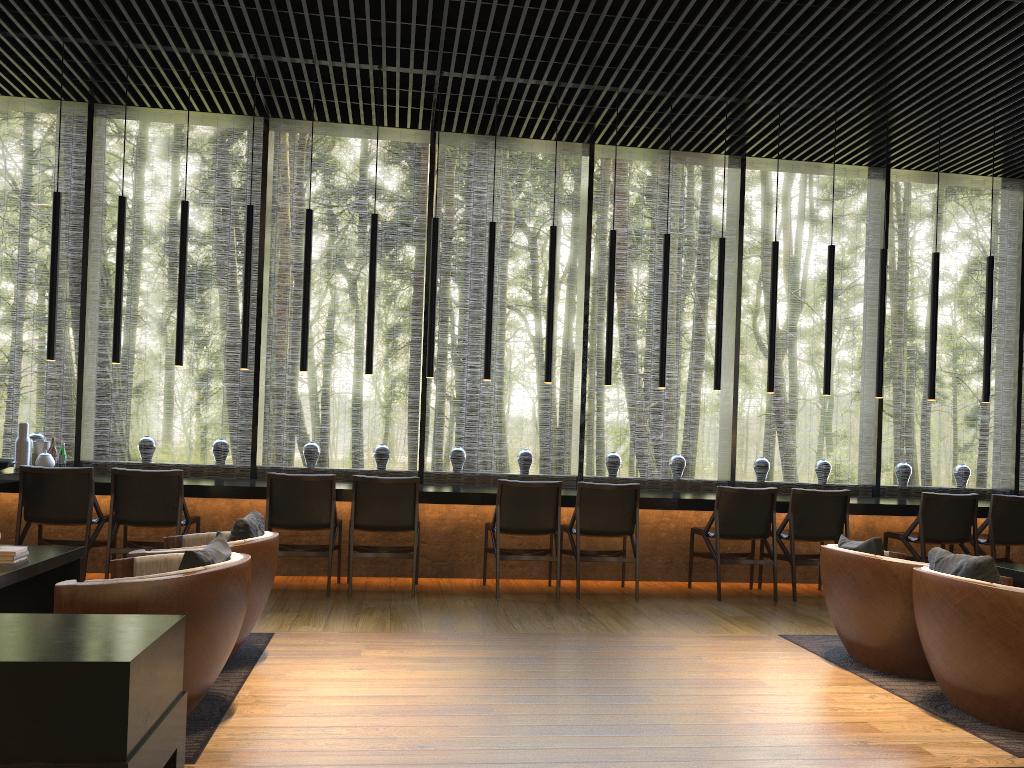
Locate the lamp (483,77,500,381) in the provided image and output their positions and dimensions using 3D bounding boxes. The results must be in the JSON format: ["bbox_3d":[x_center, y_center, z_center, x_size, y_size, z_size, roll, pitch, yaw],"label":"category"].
[{"bbox_3d":[-0.156,-1.238,7.077,0.060,2.419,0.060,2,0,-3],"label":"lamp"}]

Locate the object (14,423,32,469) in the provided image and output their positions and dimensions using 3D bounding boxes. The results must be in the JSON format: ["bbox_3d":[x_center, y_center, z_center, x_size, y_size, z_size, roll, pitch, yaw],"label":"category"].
[{"bbox_3d":[-3.669,0.463,6.644,0.113,0.344,0.113,2,-1,-12],"label":"object"}]

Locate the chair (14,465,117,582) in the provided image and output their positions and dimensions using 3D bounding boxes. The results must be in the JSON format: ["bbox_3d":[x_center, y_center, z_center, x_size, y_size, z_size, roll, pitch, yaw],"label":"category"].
[{"bbox_3d":[-3.057,0.968,6.055,0.526,0.826,0.564,2,-2,-8],"label":"chair"}]

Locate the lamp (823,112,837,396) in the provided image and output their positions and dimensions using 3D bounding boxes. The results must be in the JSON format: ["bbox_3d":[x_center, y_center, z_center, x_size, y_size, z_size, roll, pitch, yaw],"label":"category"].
[{"bbox_3d":[2.692,-1.111,7.460,0.060,2.419,0.060,2,0,-13],"label":"lamp"}]

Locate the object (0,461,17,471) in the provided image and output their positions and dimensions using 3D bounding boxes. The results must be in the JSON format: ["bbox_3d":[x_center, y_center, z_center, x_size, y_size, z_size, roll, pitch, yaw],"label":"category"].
[{"bbox_3d":[-3.596,0.578,6.196,0.227,0.067,0.228,2,-4,-5],"label":"object"}]

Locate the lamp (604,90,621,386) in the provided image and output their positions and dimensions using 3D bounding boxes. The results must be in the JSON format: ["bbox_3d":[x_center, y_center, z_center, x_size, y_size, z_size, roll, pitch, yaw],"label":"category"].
[{"bbox_3d":[0.823,-1.194,7.209,0.060,2.419,0.060,2,0,-3],"label":"lamp"}]

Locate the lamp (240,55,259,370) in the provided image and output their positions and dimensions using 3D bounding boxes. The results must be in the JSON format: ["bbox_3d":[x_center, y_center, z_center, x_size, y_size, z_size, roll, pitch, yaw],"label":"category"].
[{"bbox_3d":[-2.018,-1.320,6.827,0.060,2.419,0.060,2,0,-13],"label":"lamp"}]

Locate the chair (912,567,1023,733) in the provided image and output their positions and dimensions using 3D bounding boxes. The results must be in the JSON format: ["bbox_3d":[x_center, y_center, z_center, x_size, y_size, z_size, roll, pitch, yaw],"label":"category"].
[{"bbox_3d":[2.041,1.106,3.762,0.606,0.603,0.805,2,-3,-7],"label":"chair"}]

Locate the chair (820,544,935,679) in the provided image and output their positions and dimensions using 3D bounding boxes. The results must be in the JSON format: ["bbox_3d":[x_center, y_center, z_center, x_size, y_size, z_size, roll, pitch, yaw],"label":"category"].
[{"bbox_3d":[1.927,1.159,4.610,0.606,0.603,0.805,2,-3,-7],"label":"chair"}]

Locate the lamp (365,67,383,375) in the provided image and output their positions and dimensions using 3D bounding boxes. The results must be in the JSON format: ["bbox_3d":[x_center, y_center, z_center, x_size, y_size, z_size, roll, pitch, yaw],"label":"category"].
[{"bbox_3d":[-1.080,-1.279,6.953,0.060,2.419,0.060,2,0,-3],"label":"lamp"}]

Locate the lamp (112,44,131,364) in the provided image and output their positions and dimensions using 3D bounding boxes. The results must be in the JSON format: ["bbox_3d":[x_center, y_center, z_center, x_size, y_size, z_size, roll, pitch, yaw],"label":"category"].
[{"bbox_3d":[-2.951,-1.362,6.702,0.060,2.419,0.060,2,0,-13],"label":"lamp"}]

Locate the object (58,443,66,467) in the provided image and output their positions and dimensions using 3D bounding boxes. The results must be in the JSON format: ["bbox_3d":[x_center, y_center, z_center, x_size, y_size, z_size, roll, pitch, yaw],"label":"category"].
[{"bbox_3d":[-3.561,0.565,7.012,0.056,0.197,0.056,2,-1,-6],"label":"object"}]

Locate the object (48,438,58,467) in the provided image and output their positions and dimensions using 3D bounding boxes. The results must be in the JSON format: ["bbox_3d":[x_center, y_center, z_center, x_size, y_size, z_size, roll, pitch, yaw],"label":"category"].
[{"bbox_3d":[-3.587,0.537,6.914,0.067,0.237,0.067,2,-1,-14],"label":"object"}]

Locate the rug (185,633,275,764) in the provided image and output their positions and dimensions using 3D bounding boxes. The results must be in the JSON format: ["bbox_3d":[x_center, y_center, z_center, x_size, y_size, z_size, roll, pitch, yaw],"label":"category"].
[{"bbox_3d":[-2.273,1.247,3.708,2.241,0.008,1.961,3,-4,-8],"label":"rug"}]

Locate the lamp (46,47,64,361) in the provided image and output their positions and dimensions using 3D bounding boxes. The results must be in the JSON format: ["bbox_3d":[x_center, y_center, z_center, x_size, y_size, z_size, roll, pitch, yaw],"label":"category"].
[{"bbox_3d":[-3.411,-1.382,6.640,0.060,2.419,0.060,2,0,-13],"label":"lamp"}]

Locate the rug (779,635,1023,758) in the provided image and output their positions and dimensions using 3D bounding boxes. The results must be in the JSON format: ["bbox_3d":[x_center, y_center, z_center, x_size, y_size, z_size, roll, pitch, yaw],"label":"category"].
[{"bbox_3d":[2.822,1.474,4.392,2.241,0.008,2.044,3,-4,-8],"label":"rug"}]

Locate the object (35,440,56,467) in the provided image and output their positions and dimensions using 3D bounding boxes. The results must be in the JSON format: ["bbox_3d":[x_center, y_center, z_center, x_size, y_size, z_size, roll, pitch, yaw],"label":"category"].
[{"bbox_3d":[-3.562,0.537,6.759,0.136,0.217,0.136,3,-1,-20],"label":"object"}]

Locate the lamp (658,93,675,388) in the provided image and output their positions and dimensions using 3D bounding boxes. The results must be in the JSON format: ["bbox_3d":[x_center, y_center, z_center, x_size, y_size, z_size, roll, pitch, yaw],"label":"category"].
[{"bbox_3d":[1.272,-1.174,7.269,0.060,2.419,0.060,2,0,-13],"label":"lamp"}]

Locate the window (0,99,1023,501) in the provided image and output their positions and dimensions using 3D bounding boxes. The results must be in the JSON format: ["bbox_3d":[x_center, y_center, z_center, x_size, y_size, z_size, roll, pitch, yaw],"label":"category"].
[{"bbox_3d":[-8.371,-1.237,1.404,31.879,4.224,12.075,3,-3,-8],"label":"window"}]

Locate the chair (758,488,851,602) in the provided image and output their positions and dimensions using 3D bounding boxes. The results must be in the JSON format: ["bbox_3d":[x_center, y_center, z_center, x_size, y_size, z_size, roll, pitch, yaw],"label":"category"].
[{"bbox_3d":[2.258,1.205,6.768,0.526,0.826,0.564,2,-2,-8],"label":"chair"}]

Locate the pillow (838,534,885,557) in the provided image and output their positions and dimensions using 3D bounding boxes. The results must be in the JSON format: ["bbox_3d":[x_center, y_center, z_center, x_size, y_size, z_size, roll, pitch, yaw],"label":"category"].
[{"bbox_3d":[1.815,0.941,4.600,0.205,0.338,0.442,2,-3,-1],"label":"pillow"}]

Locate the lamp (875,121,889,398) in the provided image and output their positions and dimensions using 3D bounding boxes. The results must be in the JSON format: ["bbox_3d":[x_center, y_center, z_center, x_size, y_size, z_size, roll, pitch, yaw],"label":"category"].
[{"bbox_3d":[3.157,-1.090,7.522,0.060,2.419,0.060,2,0,-13],"label":"lamp"}]

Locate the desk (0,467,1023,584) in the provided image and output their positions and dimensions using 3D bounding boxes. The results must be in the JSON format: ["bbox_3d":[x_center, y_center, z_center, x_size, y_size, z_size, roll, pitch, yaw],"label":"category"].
[{"bbox_3d":[-8.493,0.782,5.700,28.728,0.759,1.783,3,-3,-8],"label":"desk"}]

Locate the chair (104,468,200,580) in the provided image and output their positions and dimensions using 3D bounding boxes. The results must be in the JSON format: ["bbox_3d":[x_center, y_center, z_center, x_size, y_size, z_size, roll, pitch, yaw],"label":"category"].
[{"bbox_3d":[-2.488,0.994,6.131,0.526,0.826,0.564,2,-2,-8],"label":"chair"}]

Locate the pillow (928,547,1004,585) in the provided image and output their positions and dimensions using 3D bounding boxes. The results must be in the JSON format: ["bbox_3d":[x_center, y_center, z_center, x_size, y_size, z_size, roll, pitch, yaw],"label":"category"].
[{"bbox_3d":[1.932,0.885,3.749,0.222,0.362,0.399,2,-2,-7],"label":"pillow"}]

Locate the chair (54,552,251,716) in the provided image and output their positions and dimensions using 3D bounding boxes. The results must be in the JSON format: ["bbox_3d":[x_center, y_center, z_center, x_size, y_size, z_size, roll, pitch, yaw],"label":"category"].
[{"bbox_3d":[-1.326,0.962,3.396,0.606,0.603,0.805,2,-3,-7],"label":"chair"}]

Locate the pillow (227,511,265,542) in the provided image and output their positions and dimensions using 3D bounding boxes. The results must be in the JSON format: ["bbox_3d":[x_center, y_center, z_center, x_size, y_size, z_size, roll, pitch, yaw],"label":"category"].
[{"bbox_3d":[-1.316,0.803,4.261,0.222,0.362,0.399,2,-2,-7],"label":"pillow"}]

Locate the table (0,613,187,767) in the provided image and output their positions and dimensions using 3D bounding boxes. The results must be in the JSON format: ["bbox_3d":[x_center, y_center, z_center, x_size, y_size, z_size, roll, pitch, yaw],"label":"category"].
[{"bbox_3d":[-1.933,0.904,2.300,1.960,0.513,0.621,3,-2,-8],"label":"table"}]

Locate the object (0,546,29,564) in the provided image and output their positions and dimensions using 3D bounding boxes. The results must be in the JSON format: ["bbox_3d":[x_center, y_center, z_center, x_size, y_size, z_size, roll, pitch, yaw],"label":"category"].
[{"bbox_3d":[-2.104,0.708,3.670,0.138,0.051,0.174,3,-4,-12],"label":"object"}]

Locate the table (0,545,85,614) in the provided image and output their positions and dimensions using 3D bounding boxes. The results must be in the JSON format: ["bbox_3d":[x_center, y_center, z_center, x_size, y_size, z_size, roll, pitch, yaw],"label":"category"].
[{"bbox_3d":[-2.259,0.986,3.658,0.575,0.517,1.044,2,-3,-8],"label":"table"}]

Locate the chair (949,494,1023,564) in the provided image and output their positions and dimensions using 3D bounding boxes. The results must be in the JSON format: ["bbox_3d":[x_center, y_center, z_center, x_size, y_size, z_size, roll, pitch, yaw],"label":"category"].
[{"bbox_3d":[3.856,1.276,6.983,0.526,0.826,0.564,2,-2,-8],"label":"chair"}]

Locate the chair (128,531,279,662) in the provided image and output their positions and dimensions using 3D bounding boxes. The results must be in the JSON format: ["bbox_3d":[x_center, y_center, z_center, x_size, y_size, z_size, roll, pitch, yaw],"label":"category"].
[{"bbox_3d":[-1.440,1.015,4.244,0.606,0.603,0.805,2,-3,-7],"label":"chair"}]

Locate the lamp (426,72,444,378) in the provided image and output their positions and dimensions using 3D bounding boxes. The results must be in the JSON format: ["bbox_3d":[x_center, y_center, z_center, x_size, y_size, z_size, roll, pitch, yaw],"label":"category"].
[{"bbox_3d":[-0.606,-1.258,7.017,0.060,2.419,0.060,2,0,-13],"label":"lamp"}]

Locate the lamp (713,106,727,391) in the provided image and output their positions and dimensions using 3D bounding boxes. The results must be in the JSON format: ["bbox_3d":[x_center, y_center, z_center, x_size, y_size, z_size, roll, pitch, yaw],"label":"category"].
[{"bbox_3d":[1.740,-1.153,7.332,0.060,2.419,0.060,2,0,-13],"label":"lamp"}]

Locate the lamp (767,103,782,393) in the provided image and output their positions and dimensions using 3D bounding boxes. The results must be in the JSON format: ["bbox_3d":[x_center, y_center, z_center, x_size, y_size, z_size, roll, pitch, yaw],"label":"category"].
[{"bbox_3d":[2.199,-1.133,7.393,0.060,2.419,0.060,2,0,-13],"label":"lamp"}]

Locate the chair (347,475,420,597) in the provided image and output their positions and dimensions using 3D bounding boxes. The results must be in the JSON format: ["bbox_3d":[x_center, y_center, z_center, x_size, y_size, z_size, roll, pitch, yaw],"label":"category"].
[{"bbox_3d":[-0.914,1.064,6.342,0.526,0.826,0.564,2,-2,-8],"label":"chair"}]

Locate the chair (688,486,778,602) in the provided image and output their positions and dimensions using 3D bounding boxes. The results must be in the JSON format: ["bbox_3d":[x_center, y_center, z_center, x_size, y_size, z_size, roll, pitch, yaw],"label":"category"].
[{"bbox_3d":[1.688,1.179,6.692,0.526,0.826,0.564,2,-2,-8],"label":"chair"}]

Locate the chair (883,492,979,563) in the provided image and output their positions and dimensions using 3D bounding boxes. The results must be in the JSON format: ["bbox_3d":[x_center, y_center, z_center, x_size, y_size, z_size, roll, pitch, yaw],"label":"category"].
[{"bbox_3d":[3.287,1.251,6.906,0.526,0.826,0.564,2,-2,-8],"label":"chair"}]

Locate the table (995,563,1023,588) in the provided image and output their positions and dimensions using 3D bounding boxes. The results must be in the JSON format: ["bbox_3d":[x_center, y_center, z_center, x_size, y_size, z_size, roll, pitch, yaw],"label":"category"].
[{"bbox_3d":[2.905,1.216,4.352,0.575,0.517,1.044,2,-3,-8],"label":"table"}]

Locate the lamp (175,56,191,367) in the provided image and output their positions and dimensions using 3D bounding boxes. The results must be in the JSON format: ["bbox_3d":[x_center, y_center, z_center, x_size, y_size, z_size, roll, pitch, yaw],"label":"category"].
[{"bbox_3d":[-2.498,-1.342,6.763,0.060,2.419,0.060,2,0,-13],"label":"lamp"}]

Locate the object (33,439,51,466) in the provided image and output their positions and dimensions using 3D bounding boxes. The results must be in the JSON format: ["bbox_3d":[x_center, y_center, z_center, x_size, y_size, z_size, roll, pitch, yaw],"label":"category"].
[{"bbox_3d":[-3.705,0.545,6.958,0.169,0.219,0.169,2,-2,-12],"label":"object"}]

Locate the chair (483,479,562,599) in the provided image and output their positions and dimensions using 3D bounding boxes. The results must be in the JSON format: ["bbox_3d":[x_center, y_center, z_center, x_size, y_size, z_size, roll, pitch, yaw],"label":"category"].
[{"bbox_3d":[0.089,1.108,6.477,0.526,0.826,0.564,2,-2,-8],"label":"chair"}]

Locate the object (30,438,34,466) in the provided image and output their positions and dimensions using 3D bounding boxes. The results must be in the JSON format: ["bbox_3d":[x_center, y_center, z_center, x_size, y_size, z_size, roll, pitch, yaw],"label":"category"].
[{"bbox_3d":[-3.733,0.490,6.786,0.129,0.305,0.129,2,-1,-22],"label":"object"}]

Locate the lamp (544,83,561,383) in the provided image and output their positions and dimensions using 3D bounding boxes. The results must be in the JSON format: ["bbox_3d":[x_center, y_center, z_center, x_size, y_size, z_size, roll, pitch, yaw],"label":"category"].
[{"bbox_3d":[0.333,-1.216,7.143,0.060,2.419,0.060,2,0,-13],"label":"lamp"}]

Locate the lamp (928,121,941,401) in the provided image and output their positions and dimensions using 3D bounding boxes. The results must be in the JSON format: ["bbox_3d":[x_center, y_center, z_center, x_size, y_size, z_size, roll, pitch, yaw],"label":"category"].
[{"bbox_3d":[3.632,-1.069,7.586,0.060,2.419,0.060,2,0,-13],"label":"lamp"}]

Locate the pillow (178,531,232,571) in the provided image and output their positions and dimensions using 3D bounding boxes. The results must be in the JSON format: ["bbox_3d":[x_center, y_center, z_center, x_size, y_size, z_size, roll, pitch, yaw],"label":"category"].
[{"bbox_3d":[-1.200,0.755,3.410,0.205,0.338,0.442,2,-3,-1],"label":"pillow"}]

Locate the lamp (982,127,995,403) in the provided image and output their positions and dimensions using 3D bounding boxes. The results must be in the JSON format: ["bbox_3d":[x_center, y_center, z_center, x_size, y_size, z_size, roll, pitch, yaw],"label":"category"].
[{"bbox_3d":[4.135,-1.047,7.653,0.060,2.419,0.060,2,0,-13],"label":"lamp"}]

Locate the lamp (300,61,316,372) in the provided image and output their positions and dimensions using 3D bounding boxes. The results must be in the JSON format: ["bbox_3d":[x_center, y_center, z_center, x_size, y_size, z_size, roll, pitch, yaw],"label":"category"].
[{"bbox_3d":[-1.577,-1.301,6.887,0.060,2.419,0.060,2,0,-13],"label":"lamp"}]

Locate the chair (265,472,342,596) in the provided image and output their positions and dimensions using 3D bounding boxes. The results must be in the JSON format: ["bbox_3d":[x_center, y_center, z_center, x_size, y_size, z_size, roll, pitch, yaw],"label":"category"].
[{"bbox_3d":[-1.484,1.038,6.266,0.526,0.826,0.564,2,-2,-8],"label":"chair"}]

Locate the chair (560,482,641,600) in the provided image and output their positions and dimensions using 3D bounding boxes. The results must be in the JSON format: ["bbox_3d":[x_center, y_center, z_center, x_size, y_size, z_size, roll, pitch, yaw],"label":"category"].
[{"bbox_3d":[0.659,1.134,6.554,0.526,0.826,0.564,2,-2,-8],"label":"chair"}]
